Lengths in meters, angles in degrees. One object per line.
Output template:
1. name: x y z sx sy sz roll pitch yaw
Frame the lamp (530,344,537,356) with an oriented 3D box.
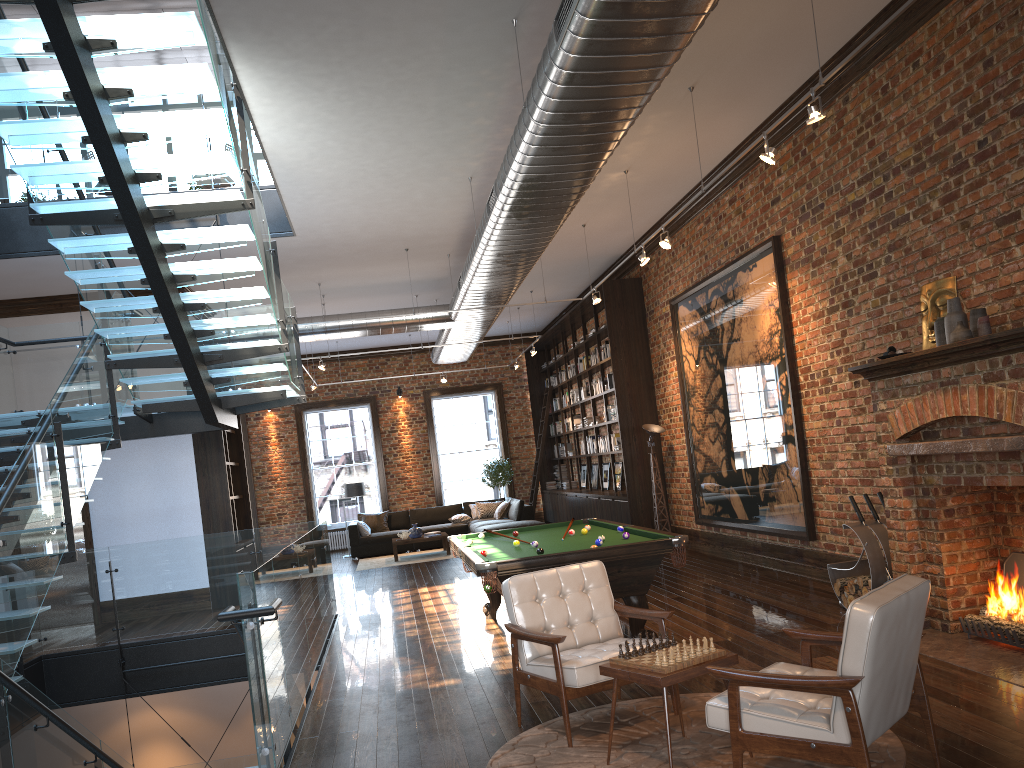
1. lamp: 0.383 -0.613 15.719 0.113 0.230 0.114 -6 -1 -33

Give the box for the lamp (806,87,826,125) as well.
1. lamp: 1.856 -1.709 5.442 0.118 0.212 0.116 -8 -2 33

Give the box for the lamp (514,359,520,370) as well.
1. lamp: 0.101 -0.403 17.705 0.114 0.230 0.113 -7 -1 31

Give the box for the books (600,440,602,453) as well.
1. books: 1.682 1.110 15.968 0.167 0.234 0.032 -6 0 -8

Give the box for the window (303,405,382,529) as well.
1. window: -3.805 1.895 20.079 1.518 2.749 0.155 -7 0 -8

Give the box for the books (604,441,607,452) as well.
1. books: 1.725 1.097 15.671 0.165 0.196 0.027 -6 0 -8

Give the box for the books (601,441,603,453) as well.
1. books: 1.699 1.118 15.940 0.169 0.208 0.028 -6 0 -8

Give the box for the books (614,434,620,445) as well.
1. books: 1.828 0.987 15.065 0.159 0.285 0.014 -7 0 -8

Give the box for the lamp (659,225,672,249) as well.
1. lamp: 1.441 -1.390 8.378 0.114 0.230 0.113 -7 -1 21

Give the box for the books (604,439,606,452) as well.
1. books: 1.719 1.082 15.718 0.165 0.238 0.034 -6 0 -8

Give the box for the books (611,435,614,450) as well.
1. books: 1.797 1.010 15.209 0.175 0.272 0.031 -7 0 -8

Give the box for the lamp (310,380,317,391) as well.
1. lamp: -3.831 0.011 17.136 0.114 0.230 0.113 -7 -1 32

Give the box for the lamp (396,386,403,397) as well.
1. lamp: -2.524 0.175 19.892 0.126 0.236 0.155 -7 -2 -9

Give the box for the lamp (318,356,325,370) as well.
1. lamp: -3.073 -0.333 14.278 0.114 0.230 0.113 -7 -1 12

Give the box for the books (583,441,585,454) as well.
1. books: 1.487 1.233 17.287 0.189 0.260 0.027 -6 0 -8

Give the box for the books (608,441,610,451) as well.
1. books: 1.771 1.061 15.379 0.183 0.207 0.029 -6 0 -8

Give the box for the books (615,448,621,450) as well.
1. books: 1.820 1.075 14.774 0.161 0.012 0.305 -6 -5 -3

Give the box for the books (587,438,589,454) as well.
1. books: 1.535 1.181 17.060 0.169 0.311 0.039 -7 0 -8

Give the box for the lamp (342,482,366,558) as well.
1. lamp: -3.195 2.728 17.756 0.689 1.464 0.418 -7 -1 21

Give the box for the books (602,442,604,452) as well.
1. books: 1.704 1.091 15.850 0.179 0.245 0.032 -6 0 -8

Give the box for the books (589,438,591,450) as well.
1. books: 1.565 1.172 16.897 0.154 0.294 0.030 -7 0 -8

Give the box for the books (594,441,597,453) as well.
1. books: 1.627 1.156 16.366 0.190 0.217 0.033 -6 0 -8

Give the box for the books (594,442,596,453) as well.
1. books: 1.620 1.170 16.441 0.191 0.205 0.025 -6 0 -8

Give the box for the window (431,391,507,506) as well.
1. window: -0.992 1.598 20.487 1.518 2.749 0.155 -7 0 -8

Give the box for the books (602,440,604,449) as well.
1. books: 1.708 1.099 15.781 0.174 0.217 0.027 -6 0 -8

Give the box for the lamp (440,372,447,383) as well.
1. lamp: -1.435 -0.146 18.556 0.113 0.230 0.114 -6 -1 -39

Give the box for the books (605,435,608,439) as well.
1. books: 1.736 1.046 15.645 0.151 0.291 0.031 -7 0 -8

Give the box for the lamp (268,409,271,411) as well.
1. lamp: -5.340 0.472 19.485 0.126 0.236 0.155 -7 -2 -9

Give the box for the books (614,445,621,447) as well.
1. books: 1.815 1.027 14.774 0.159 0.012 0.340 -6 -5 -5

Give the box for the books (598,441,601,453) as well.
1. books: 1.663 1.136 16.159 0.153 0.221 0.034 -6 0 -8

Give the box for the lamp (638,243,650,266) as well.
1. lamp: 1.346 -1.320 9.036 0.113 0.230 0.114 -6 -1 -29

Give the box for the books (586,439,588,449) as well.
1. books: 1.512 1.198 17.152 0.184 0.300 0.016 -7 0 -8

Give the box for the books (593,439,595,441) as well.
1. books: 1.611 1.148 16.486 0.171 0.258 0.013 -6 0 -8

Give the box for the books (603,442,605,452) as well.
1. books: 1.710 1.113 15.750 0.174 0.183 0.034 -6 0 -8

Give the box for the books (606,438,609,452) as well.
1. books: 1.747 1.057 15.520 0.191 0.245 0.031 -6 0 -8

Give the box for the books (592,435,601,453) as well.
1. books: 1.592 1.125 16.530 0.186 0.317 0.015 -7 0 -8

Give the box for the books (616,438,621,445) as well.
1. books: 1.843 1.018 15.009 0.136 0.210 0.036 -7 0 -8

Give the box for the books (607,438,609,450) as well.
1. books: 1.759 1.043 15.471 0.181 0.261 0.012 -6 0 -8

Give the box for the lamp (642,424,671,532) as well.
1. lamp: 2.085 1.457 12.479 0.425 1.825 0.507 -7 -1 -3

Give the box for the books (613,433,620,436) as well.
1. books: 1.817 0.986 15.127 0.149 0.300 0.013 -7 0 -8

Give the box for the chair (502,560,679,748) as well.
1. chair: 0.440 1.465 4.936 0.765 0.864 0.746 -5 -3 -28

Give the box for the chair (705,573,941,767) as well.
1. chair: 1.270 1.249 3.616 0.746 0.864 0.765 -9 -3 42

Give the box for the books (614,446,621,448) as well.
1. books: 1.807 1.040 14.774 0.160 0.012 0.300 -6 -5 -9

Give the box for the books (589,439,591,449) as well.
1. books: 1.570 1.166 16.780 0.184 0.285 0.015 -7 0 -8

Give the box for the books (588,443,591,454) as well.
1. books: 1.543 1.224 16.958 0.174 0.206 0.031 -6 0 -8

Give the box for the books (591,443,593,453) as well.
1. books: 1.584 1.191 16.638 0.179 0.206 0.012 -6 0 -8

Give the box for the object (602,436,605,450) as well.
1. object: 1.701 1.071 15.827 0.166 0.282 0.015 -7 0 -8

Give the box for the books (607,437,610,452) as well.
1. books: 1.756 1.040 15.448 0.161 0.264 0.033 -7 0 -8

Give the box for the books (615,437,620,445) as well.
1. books: 1.834 1.012 15.042 0.141 0.229 0.032 -7 0 -8

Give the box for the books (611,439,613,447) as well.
1. books: 1.795 1.036 15.167 0.169 0.212 0.050 -6 0 -8

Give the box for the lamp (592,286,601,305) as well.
1. lamp: 1.053 -1.104 11.080 0.113 0.230 0.114 -7 -1 6

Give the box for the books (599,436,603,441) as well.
1. books: 1.664 1.103 16.185 0.131 0.290 0.016 -7 0 -8

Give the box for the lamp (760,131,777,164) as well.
1. lamp: 1.759 -1.628 6.124 0.113 0.230 0.114 -6 -1 -34

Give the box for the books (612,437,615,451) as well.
1. books: 1.799 1.013 15.097 0.176 0.246 0.039 -6 0 -8

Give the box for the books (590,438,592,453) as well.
1. books: 1.574 1.159 16.724 0.184 0.288 0.016 -7 0 -8

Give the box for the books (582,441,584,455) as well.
1. books: 1.472 1.239 17.419 0.180 0.274 0.013 -7 0 -8

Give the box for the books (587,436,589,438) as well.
1. books: 1.529 1.171 17.085 0.144 0.337 0.013 -7 0 -8
